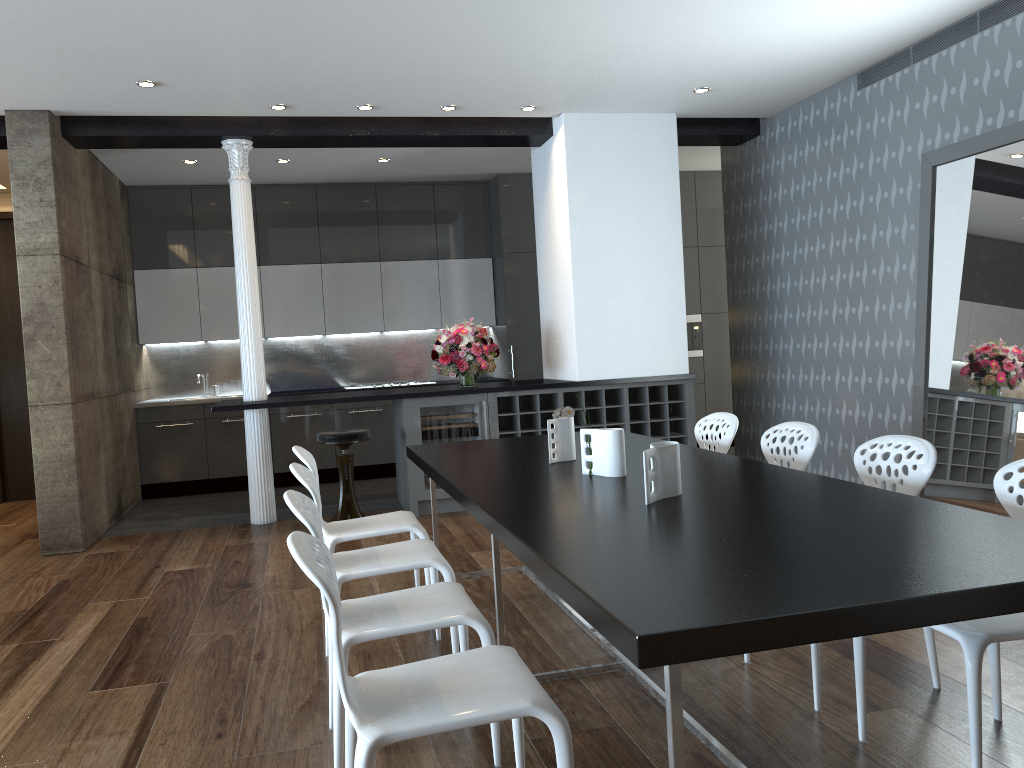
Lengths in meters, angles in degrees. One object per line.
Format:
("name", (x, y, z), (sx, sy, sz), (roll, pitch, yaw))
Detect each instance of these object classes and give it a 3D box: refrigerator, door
("refrigerator", (-0.452, 0.472, 6.718), (0.578, 0.774, 0.075), (-4, 2, -9))
("door", (-4.610, -0.272, 8.758), (1.037, 2.814, 0.246), (-4, 3, -13))

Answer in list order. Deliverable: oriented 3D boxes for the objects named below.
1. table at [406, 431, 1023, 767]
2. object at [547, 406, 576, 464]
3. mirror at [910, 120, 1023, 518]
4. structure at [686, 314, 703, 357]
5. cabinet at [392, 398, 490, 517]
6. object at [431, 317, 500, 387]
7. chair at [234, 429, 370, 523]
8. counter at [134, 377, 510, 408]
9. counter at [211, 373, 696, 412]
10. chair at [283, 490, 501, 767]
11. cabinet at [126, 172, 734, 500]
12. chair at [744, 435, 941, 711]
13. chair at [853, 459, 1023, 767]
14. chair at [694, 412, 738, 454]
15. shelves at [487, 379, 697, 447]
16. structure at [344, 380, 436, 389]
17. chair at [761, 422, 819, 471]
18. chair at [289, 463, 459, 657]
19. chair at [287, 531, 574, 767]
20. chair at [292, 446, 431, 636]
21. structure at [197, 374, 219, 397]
("table", (0.422, 0.709, 3.322), (1.200, 0.733, 3.400), (-4, 3, -13))
("object", (0.203, 0.216, 3.824), (0.161, 0.233, 0.076), (-5, 3, -32))
("mirror", (2.691, -0.275, 4.998), (0.240, 2.294, 1.200), (-4, 3, -13))
("structure", (1.698, -0.512, 9.728), (0.595, 0.452, 0.528), (-4, 3, -13))
("cabinet", (-0.577, 0.521, 7.134), (0.642, 0.897, 0.900), (-4, 3, -13))
("object", (-0.373, -0.252, 7.058), (0.544, 0.552, 0.570), (-4, 2, -7))
("chair", (-1.186, 0.958, 3.085), (16.134, 0.952, 21.556), (-4, 3, -13))
("counter", (-1.851, 0.167, 9.029), (3.597, 0.223, 0.807), (-4, 3, -13))
("counter", (-0.438, 0.043, 7.153), (3.700, 0.040, 1.000), (-4, 3, -13))
("chair", (-0.388, 0.728, 2.774), (0.581, 0.835, 0.495), (-4, 3, -13))
("cabinet", (-0.039, -0.659, 9.428), (7.409, 2.980, 0.827), (-4, 3, -13))
("chair", (1.182, 0.621, 3.153), (0.581, 0.835, 0.495), (-4, 3, -13))
("chair", (1.345, 0.640, 2.470), (0.581, 0.835, 0.495), (-4, 3, -13))
("chair", (0.855, 0.581, 4.518), (0.581, 0.835, 0.495), (-4, 3, -13))
("shelves", (0.560, 0.444, 7.403), (1.700, 0.897, 0.900), (-4, 3, -13))
("structure", (-1.262, 0.019, 9.122), (0.900, 0.066, 0.520), (-4, 3, -13))
("chair", (1.019, 0.601, 3.835), (0.581, 0.835, 0.495), (-4, 3, -13))
("chair", (-0.550, 0.706, 3.492), (0.581, 0.835, 0.495), (-4, 3, -13))
("chair", (-0.207, 0.746, 2.102), (0.581, 0.835, 0.495), (-4, 3, -13))
("chair", (-0.709, 0.686, 4.175), (0.581, 0.835, 0.495), (-4, 3, -13))
("structure", (-3.068, 0.021, 8.955), (0.183, 0.249, 0.224), (-4, 3, -13))
